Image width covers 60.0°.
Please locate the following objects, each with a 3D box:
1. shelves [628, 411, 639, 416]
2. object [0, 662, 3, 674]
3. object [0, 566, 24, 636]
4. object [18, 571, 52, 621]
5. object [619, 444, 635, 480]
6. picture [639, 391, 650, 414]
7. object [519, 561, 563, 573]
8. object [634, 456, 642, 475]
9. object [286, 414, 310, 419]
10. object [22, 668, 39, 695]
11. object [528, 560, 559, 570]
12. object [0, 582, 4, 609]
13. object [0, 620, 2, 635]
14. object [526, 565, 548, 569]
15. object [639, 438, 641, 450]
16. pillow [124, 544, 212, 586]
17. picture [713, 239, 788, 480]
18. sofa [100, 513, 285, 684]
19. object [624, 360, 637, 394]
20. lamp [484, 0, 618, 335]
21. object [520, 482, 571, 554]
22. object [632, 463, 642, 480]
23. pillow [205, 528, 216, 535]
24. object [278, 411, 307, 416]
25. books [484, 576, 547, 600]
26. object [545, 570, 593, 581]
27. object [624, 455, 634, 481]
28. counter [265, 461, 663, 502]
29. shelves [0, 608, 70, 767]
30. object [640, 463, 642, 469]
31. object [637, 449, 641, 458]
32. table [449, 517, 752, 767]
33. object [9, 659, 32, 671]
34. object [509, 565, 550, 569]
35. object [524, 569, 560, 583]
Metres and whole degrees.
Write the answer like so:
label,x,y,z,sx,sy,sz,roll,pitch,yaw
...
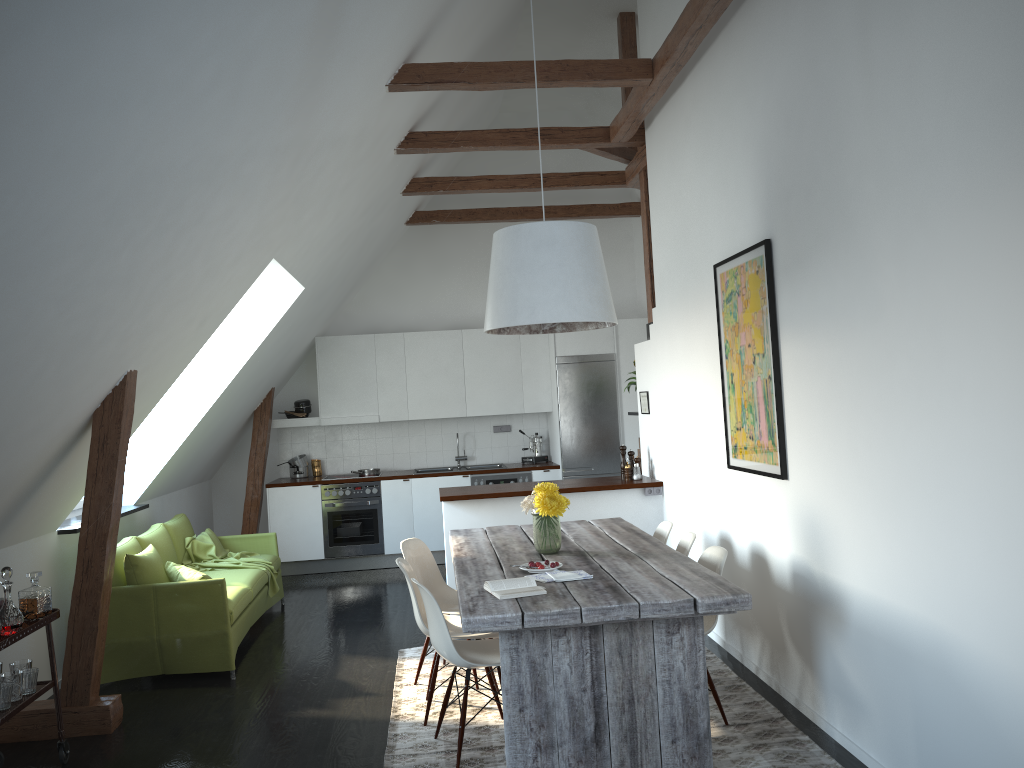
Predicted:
label,x,y,z,sx,sy,sz,roll,pitch,yaw
shelves,1.375,0.497,7.571,0.660,0.553,0.408,-3,-1,-5
object,-2.382,1.343,4.058,0.095,0.119,0.095,-2,-2,-43
object,-2.169,0.932,3.816,0.114,0.292,0.114,-3,-1,-33
object,-2.211,0.979,4.111,0.101,0.211,0.101,-4,-1,10
object,0.919,0.615,7.043,0.123,0.283,0.061,-3,-1,-5
picture,1.063,0.150,7.093,0.023,0.182,0.250,-3,-1,-5
object,0.136,0.864,4.163,0.205,0.024,0.205,-3,-1,-13
object,0.994,0.659,6.992,0.058,0.184,0.058,-3,-1,-9
object,-2.230,0.330,9.236,0.243,0.056,0.350,-3,-1,-16
object,-2.179,1.340,3.990,0.092,0.099,0.092,-3,-1,-28
object,0.148,0.851,4.175,0.132,0.034,0.144,-3,-1,-34
object,-2.262,0.933,3.892,0.081,0.307,0.081,-3,-1,0
object,-2.218,1.031,3.677,0.245,0.092,0.151,-4,-1,24
object,0.120,0.861,4.160,0.110,0.011,0.058,-3,-1,-1
object,1.261,0.502,7.604,0.329,0.101,0.287,-3,-1,5
pillow,-2.107,1.213,5.633,0.600,0.387,0.475,-3,-1,-8
picture,1.256,-0.112,4.735,0.036,1.181,0.808,-3,-1,-5
sofa,-2.267,1.433,6.385,0.898,0.825,2.093,-3,-1,-6
object,1.207,-0.011,7.662,0.493,0.486,0.506,-4,-1,14
lamp,0.140,-1.692,4.665,0.697,2.813,0.757,-4,-2,44
object,0.183,0.698,4.639,0.233,0.365,0.293,-3,-1,-34
object,0.974,0.683,6.920,0.069,0.135,0.069,-3,-1,-30
pillow,-2.438,1.324,7.133,0.210,0.275,0.462,-3,-1,-7
object,-2.305,0.320,9.268,0.357,0.075,0.244,-3,-1,-34
books,0.009,0.854,3.744,0.202,0.042,0.251,-3,-1,-17
object,0.257,0.856,3.977,0.182,0.016,0.179,-3,-1,-11
object,0.918,0.658,6.958,0.080,0.192,0.058,-3,-1,-21
counter,-0.673,0.889,8.062,3.365,0.038,3.085,-3,-1,-5
shelves,-2.268,1.427,3.816,0.438,0.732,0.803,-3,-1,-9
object,1.271,0.702,7.590,0.329,0.101,0.287,-3,-1,5
object,1.265,0.604,7.592,0.287,0.101,0.329,-3,-1,-10
table,0.288,1.265,4.584,1.141,0.788,2.421,-3,-1,-5
object,-2.253,1.335,4.073,0.095,0.119,0.095,-2,-2,-43
object,0.082,0.856,4.152,0.194,0.022,0.019,-4,-1,10
object,0.173,0.862,3.985,0.182,0.014,0.185,-3,-1,-31
